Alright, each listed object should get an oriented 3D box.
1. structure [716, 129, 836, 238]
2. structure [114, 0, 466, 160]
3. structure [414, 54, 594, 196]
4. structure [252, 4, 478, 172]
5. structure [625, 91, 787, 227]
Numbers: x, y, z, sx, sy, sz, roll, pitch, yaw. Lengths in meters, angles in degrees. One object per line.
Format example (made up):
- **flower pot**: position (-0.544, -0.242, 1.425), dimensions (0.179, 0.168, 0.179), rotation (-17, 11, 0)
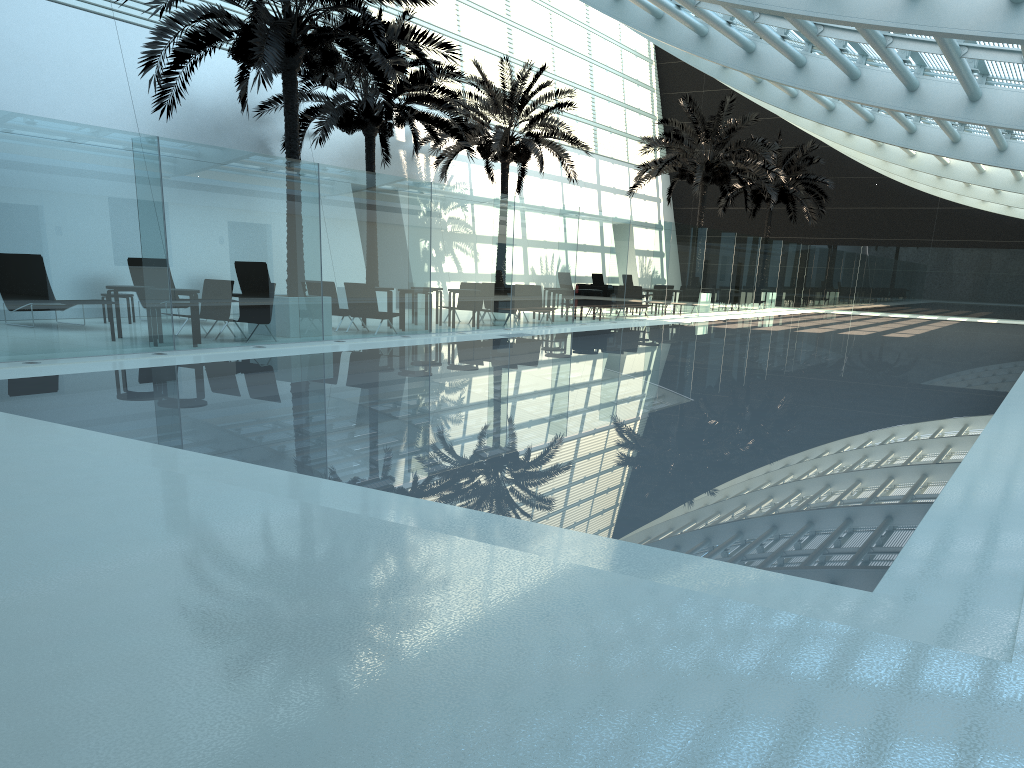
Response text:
- **structure**: position (10.868, -6.762, 36.339), dimensions (4.447, 7.309, 4.617), rotation (5, 14, 10)
- **structure**: position (-3.703, -4.352, 13.971), dimensions (4.389, 7.310, 4.679), rotation (-10, 18, -39)
- **structure**: position (-0.307, -5.661, 25.265), dimensions (4.618, 7.180, 4.119), rotation (-4, 16, -24)
- **structure**: position (-3.334, -5.079, 20.252), dimensions (4.631, 7.116, 4.106), rotation (5, 15, 10)
- **structure**: position (6.502, -6.045, 29.673), dimensions (4.771, 7.310, 4.302), rotation (9, 16, 24)
